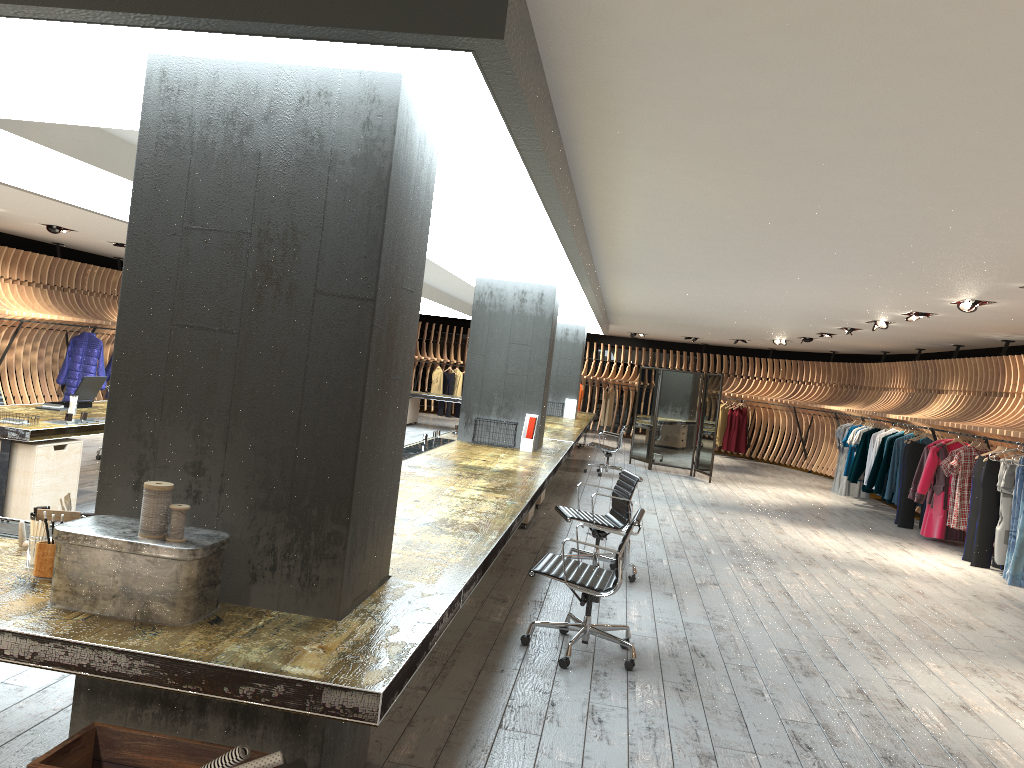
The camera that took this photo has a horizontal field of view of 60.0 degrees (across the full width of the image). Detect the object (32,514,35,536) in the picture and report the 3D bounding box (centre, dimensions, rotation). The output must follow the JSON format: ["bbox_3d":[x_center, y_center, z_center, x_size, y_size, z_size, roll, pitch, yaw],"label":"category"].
[{"bbox_3d":[-1.658,0.534,3.070,0.007,0.170,0.030,7,0,-9],"label":"object"}]

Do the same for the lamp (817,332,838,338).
[{"bbox_3d":[5.354,-0.886,15.092,0.269,0.294,0.492,7,1,7],"label":"lamp"}]

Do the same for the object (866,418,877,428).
[{"bbox_3d":[6.220,0.723,15.363,0.525,0.270,0.012,7,0,12],"label":"object"}]

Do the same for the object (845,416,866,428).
[{"bbox_3d":[6.304,0.716,16.079,0.525,0.270,0.012,7,0,22],"label":"object"}]

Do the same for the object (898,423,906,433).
[{"bbox_3d":[5.996,0.736,13.563,0.525,0.270,0.012,7,0,12],"label":"object"}]

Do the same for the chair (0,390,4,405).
[{"bbox_3d":[-4.672,0.480,8.178,0.667,0.859,0.693,7,1,-7],"label":"chair"}]

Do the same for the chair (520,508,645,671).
[{"bbox_3d":[0.427,1.149,5.225,0.667,0.859,0.693,7,1,3],"label":"chair"}]

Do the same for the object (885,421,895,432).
[{"bbox_3d":[6.070,0.727,14.126,0.525,0.270,0.012,7,0,12],"label":"object"}]

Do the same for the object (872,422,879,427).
[{"bbox_3d":[6.181,0.722,15.060,0.525,0.270,0.012,7,0,-8],"label":"object"}]

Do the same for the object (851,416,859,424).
[{"bbox_3d":[6.339,0.714,16.358,0.525,0.270,0.012,7,0,22],"label":"object"}]

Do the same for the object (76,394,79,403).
[{"bbox_3d":[-3.821,0.174,7.769,0.007,0.170,0.030,7,0,37],"label":"object"}]

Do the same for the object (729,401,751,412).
[{"bbox_3d":[5.502,0.506,21.348,0.525,0.270,0.012,7,0,7],"label":"object"}]

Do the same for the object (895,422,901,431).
[{"bbox_3d":[6.042,0.729,13.893,0.525,0.270,0.012,7,0,7],"label":"object"}]

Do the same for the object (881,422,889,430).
[{"bbox_3d":[6.113,0.732,14.497,0.525,0.270,0.012,7,0,12],"label":"object"}]

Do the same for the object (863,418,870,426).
[{"bbox_3d":[6.205,0.726,15.472,0.524,0.288,0.015,7,0,17],"label":"object"}]

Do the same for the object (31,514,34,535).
[{"bbox_3d":[-1.662,0.533,3.072,0.007,0.170,0.030,7,0,3],"label":"object"}]

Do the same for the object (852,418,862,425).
[{"bbox_3d":[6.313,0.714,16.215,0.525,0.270,0.012,7,0,-3],"label":"object"}]

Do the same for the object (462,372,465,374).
[{"bbox_3d":[-1.209,-0.356,24.365,0.525,0.270,0.012,7,1,32],"label":"object"}]

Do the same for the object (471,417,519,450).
[{"bbox_3d":[-0.180,0.528,9.450,0.459,0.289,0.329,7,1,5],"label":"object"}]

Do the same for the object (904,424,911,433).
[{"bbox_3d":[5.967,0.735,13.361,0.525,0.270,0.012,7,0,7],"label":"object"}]

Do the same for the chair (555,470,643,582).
[{"bbox_3d":[0.678,1.133,7.288,0.667,0.859,0.694,7,1,-17],"label":"chair"}]

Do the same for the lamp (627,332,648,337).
[{"bbox_3d":[3.161,-1.305,22.251,0.493,0.292,0.269,8,1,40],"label":"lamp"}]

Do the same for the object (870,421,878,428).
[{"bbox_3d":[6.208,0.734,15.171,0.524,0.285,0.013,7,0,2],"label":"object"}]

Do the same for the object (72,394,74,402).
[{"bbox_3d":[-3.843,0.172,7.741,0.007,0.170,0.030,7,0,-36],"label":"object"}]

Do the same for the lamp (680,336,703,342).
[{"bbox_3d":[4.299,-1.145,21.153,0.269,0.294,0.493,6,1,-38],"label":"lamp"}]

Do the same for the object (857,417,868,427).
[{"bbox_3d":[6.301,0.720,15.904,0.525,0.270,0.012,7,0,-8],"label":"object"}]

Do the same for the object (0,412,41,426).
[{"bbox_3d":[-3.774,0.268,6.733,0.302,0.074,0.217,7,1,2],"label":"object"}]

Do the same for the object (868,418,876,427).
[{"bbox_3d":[6.231,0.733,15.274,0.523,0.290,0.013,7,0,2],"label":"object"}]

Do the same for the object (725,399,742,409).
[{"bbox_3d":[5.412,0.493,21.481,0.525,0.270,0.012,6,0,-18],"label":"object"}]

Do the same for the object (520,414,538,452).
[{"bbox_3d":[0.183,0.519,9.461,0.129,0.383,0.239,7,1,7],"label":"object"}]

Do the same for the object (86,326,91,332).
[{"bbox_3d":[-7.056,-0.838,14.756,0.525,0.270,0.012,7,0,7],"label":"object"}]

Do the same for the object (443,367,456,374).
[{"bbox_3d":[-1.699,-0.412,24.264,0.525,0.270,0.012,8,1,42],"label":"object"}]

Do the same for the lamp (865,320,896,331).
[{"bbox_3d":[4.956,-0.860,11.928,0.269,0.301,0.492,7,1,7],"label":"lamp"}]

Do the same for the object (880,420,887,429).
[{"bbox_3d":[6.143,0.733,14.621,0.525,0.270,0.012,7,0,7],"label":"object"}]

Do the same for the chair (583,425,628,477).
[{"bbox_3d":[1.559,1.074,14.658,0.667,0.859,0.693,7,1,3],"label":"chair"}]

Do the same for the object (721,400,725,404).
[{"bbox_3d":[5.152,0.450,21.861,0.525,0.270,0.012,7,0,7],"label":"object"}]

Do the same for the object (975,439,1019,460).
[{"bbox_3d":[5.557,0.761,10.076,0.012,0.270,0.526,6,1,-43],"label":"object"}]

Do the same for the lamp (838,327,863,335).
[{"bbox_3d":[5.156,-0.879,13.510,0.269,0.286,0.492,7,1,7],"label":"lamp"}]

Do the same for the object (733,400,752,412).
[{"bbox_3d":[5.547,0.514,21.258,0.525,0.270,0.012,6,0,-18],"label":"object"}]

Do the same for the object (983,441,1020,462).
[{"bbox_3d":[5.539,0.764,9.864,0.525,0.270,0.012,7,0,7],"label":"object"}]

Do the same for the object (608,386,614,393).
[{"bbox_3d":[2.702,0.120,23.867,0.012,0.270,0.525,7,1,27],"label":"object"}]

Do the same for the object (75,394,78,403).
[{"bbox_3d":[-3.821,0.174,7.759,0.030,0.170,0.007,7,0,-26],"label":"object"}]

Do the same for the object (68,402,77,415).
[{"bbox_3d":[-3.846,0.216,7.763,0.062,0.111,0.061,7,1,41],"label":"object"}]

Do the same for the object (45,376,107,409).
[{"bbox_3d":[-4.091,0.065,8.332,0.365,0.316,0.373,7,1,7],"label":"object"}]

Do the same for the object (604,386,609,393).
[{"bbox_3d":[2.576,0.104,23.901,0.012,0.270,0.525,7,1,22],"label":"object"}]

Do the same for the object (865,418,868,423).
[{"bbox_3d":[6.260,0.723,15.601,0.525,0.270,0.012,7,1,32],"label":"object"}]

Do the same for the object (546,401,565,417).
[{"bbox_3d":[0.744,0.475,16.795,0.459,0.289,0.329,7,1,10],"label":"object"}]

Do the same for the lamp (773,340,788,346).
[{"bbox_3d":[5.542,-0.938,18.268,0.269,0.287,0.493,7,1,-13],"label":"lamp"}]

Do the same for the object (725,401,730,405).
[{"bbox_3d":[5.272,0.468,21.675,0.524,0.270,0.012,6,1,-43],"label":"object"}]

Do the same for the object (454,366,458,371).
[{"bbox_3d":[-1.509,-0.390,24.319,0.012,0.270,0.525,7,1,-38],"label":"object"}]

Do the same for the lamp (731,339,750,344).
[{"bbox_3d":[5.112,-1.020,19.795,0.269,0.292,0.493,6,1,-25],"label":"lamp"}]

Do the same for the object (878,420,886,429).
[{"bbox_3d":[6.141,0.731,14.704,0.525,0.270,0.012,7,0,7],"label":"object"}]

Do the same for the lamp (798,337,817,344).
[{"bbox_3d":[5.551,-0.899,16.675,0.269,0.291,0.493,7,1,3],"label":"lamp"}]

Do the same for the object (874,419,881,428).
[{"bbox_3d":[6.143,0.732,14.890,0.524,0.284,0.014,7,0,17],"label":"object"}]

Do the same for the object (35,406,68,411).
[{"bbox_3d":[-4.140,0.217,7.976,0.213,0.019,0.219,7,1,-8],"label":"object"}]

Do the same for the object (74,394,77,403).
[{"bbox_3d":[-3.825,0.174,7.750,0.030,0.170,0.007,7,0,1],"label":"object"}]

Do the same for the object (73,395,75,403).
[{"bbox_3d":[-3.833,0.173,7.743,0.030,0.170,0.007,7,0,27],"label":"object"}]

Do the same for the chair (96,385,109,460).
[{"bbox_3d":[-4.378,0.468,10.325,0.667,0.859,0.693,7,1,-2],"label":"chair"}]
